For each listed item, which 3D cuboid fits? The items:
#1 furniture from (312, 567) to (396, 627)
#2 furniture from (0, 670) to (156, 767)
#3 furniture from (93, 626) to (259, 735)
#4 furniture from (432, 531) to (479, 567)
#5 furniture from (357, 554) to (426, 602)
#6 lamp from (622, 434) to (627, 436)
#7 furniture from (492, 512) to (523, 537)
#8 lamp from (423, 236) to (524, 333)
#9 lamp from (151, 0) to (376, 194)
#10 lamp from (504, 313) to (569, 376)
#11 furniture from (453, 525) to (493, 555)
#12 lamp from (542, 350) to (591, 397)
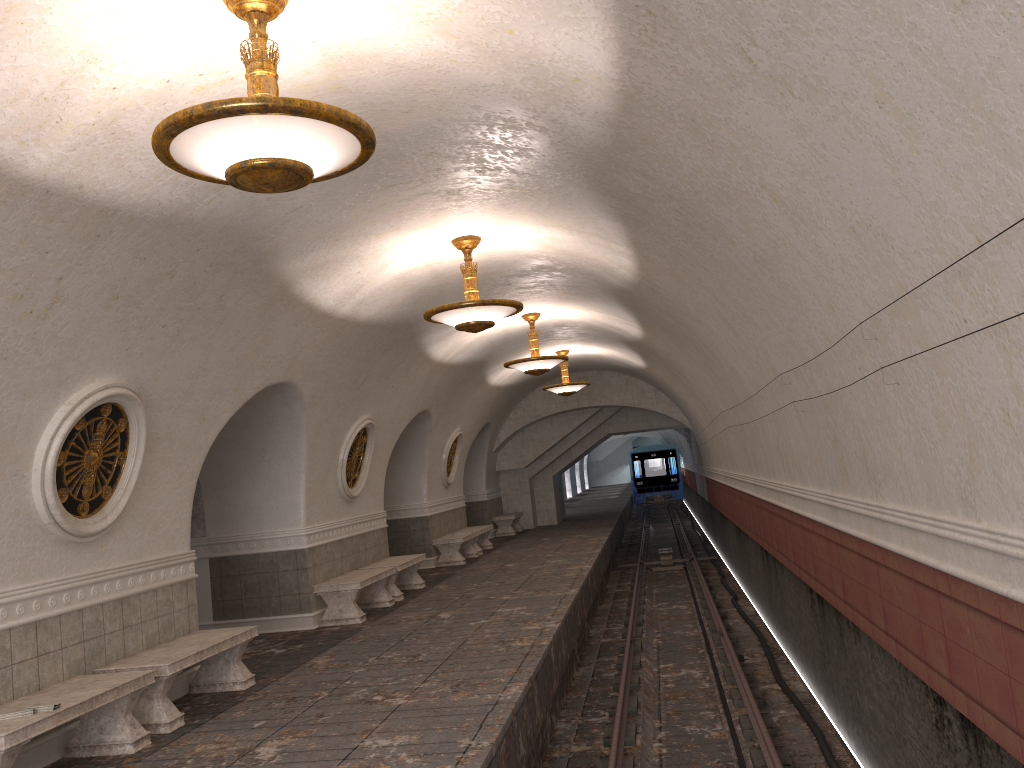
[{"bbox_3d":[-2.012,2.759,11.577,0.613,0.508,1.509,-7,-6,8],"label":"furniture"},{"bbox_3d":[-2.956,2.279,5.650,0.613,0.508,1.509,-7,-6,8],"label":"furniture"},{"bbox_3d":[-2.692,2.413,7.305,0.613,0.508,1.509,-7,-6,8],"label":"furniture"},{"bbox_3d":[-1.077,3.235,17.446,0.613,0.508,1.509,-7,-6,8],"label":"furniture"},{"bbox_3d":[-1.748,2.894,13.232,0.613,0.508,1.509,-7,-6,8],"label":"furniture"},{"bbox_3d":[6.862,2.724,54.608,1.008,0.955,1.008,-6,-6,-6],"label":"lamp"},{"bbox_3d":[-0.089,3.738,23.650,0.613,0.508,1.509,-7,-6,8],"label":"furniture"},{"bbox_3d":[-0.413,-0.981,8.926,1.008,0.955,1.008,-9,-6,24],"label":"lamp"},{"bbox_3d":[-1.170,-1.366,4.171,1.008,0.955,1.008,-5,-6,-7],"label":"lamp"},{"bbox_3d":[0.344,-0.595,13.678,1.008,0.955,1.008,-9,-6,24],"label":"lamp"},{"bbox_3d":[-0.813,3.370,19.102,0.613,0.508,1.509,-7,-6,8],"label":"furniture"},{"bbox_3d":[1.101,-0.210,18.433,1.008,0.955,1.008,-2,-7,-35],"label":"lamp"}]
